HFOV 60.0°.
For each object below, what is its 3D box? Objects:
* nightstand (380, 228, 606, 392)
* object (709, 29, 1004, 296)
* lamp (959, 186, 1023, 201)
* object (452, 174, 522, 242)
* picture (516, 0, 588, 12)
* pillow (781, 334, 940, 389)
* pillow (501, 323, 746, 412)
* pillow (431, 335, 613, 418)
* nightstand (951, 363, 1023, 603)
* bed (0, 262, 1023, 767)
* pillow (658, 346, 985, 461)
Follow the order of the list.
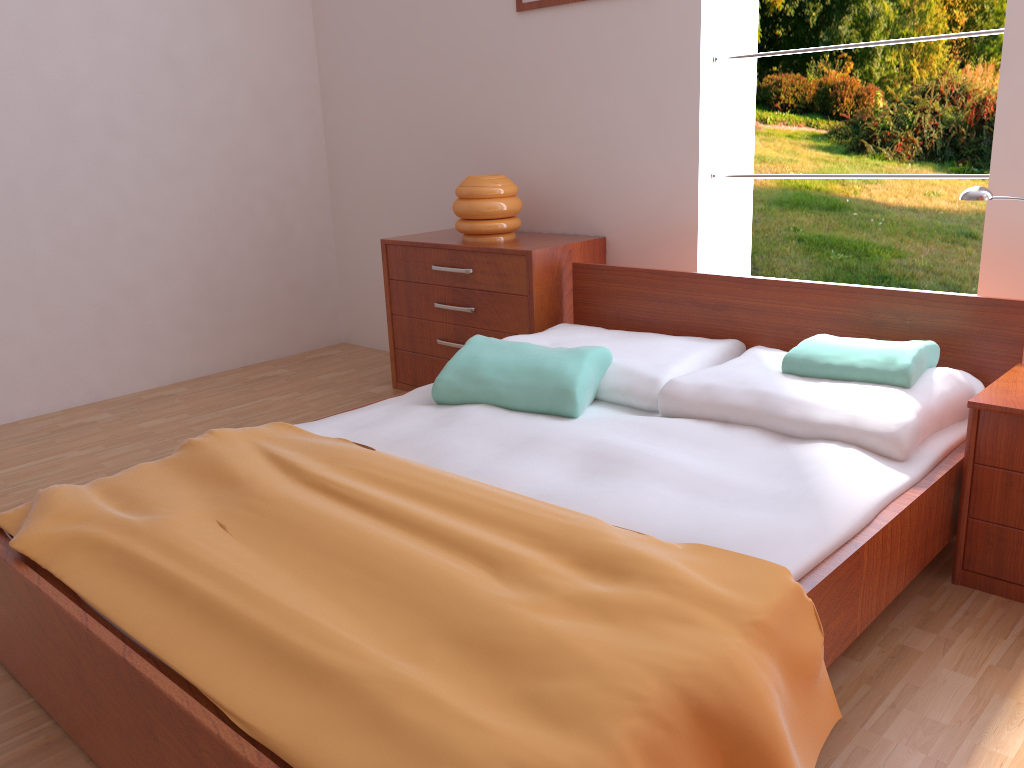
[{"bbox_3d":[-0.083,-0.258,3.488,0.815,0.626,0.428,12,21,42],"label":"nightstand"},{"bbox_3d":[1.455,-1.071,2.151,2.205,1.815,0.033,12,21,42],"label":"object"},{"bbox_3d":[1.134,-0.211,1.922,0.337,0.421,0.163,7,18,30],"label":"lamp"},{"bbox_3d":[-0.093,-0.667,3.360,0.264,0.244,0.264,-11,18,-28],"label":"object"},{"bbox_3d":[0.249,-1.592,3.040,0.645,0.517,0.030,12,21,42],"label":"picture"},{"bbox_3d":[0.873,-0.055,2.226,0.322,0.116,0.276,11,21,39],"label":"pillow"},{"bbox_3d":[0.274,-0.064,2.677,0.682,0.157,0.574,9,20,36],"label":"pillow"},{"bbox_3d":[0.036,-0.024,2.424,0.425,0.164,0.334,3,17,19],"label":"pillow"},{"bbox_3d":[1.248,0.240,1.896,0.439,0.442,0.377,12,21,42],"label":"nightstand"},{"bbox_3d":[0.130,0.190,1.969,1.632,0.560,1.990,12,21,42],"label":"bed"},{"bbox_3d":[0.786,0.038,2.238,0.630,0.182,0.574,11,21,40],"label":"pillow"}]
